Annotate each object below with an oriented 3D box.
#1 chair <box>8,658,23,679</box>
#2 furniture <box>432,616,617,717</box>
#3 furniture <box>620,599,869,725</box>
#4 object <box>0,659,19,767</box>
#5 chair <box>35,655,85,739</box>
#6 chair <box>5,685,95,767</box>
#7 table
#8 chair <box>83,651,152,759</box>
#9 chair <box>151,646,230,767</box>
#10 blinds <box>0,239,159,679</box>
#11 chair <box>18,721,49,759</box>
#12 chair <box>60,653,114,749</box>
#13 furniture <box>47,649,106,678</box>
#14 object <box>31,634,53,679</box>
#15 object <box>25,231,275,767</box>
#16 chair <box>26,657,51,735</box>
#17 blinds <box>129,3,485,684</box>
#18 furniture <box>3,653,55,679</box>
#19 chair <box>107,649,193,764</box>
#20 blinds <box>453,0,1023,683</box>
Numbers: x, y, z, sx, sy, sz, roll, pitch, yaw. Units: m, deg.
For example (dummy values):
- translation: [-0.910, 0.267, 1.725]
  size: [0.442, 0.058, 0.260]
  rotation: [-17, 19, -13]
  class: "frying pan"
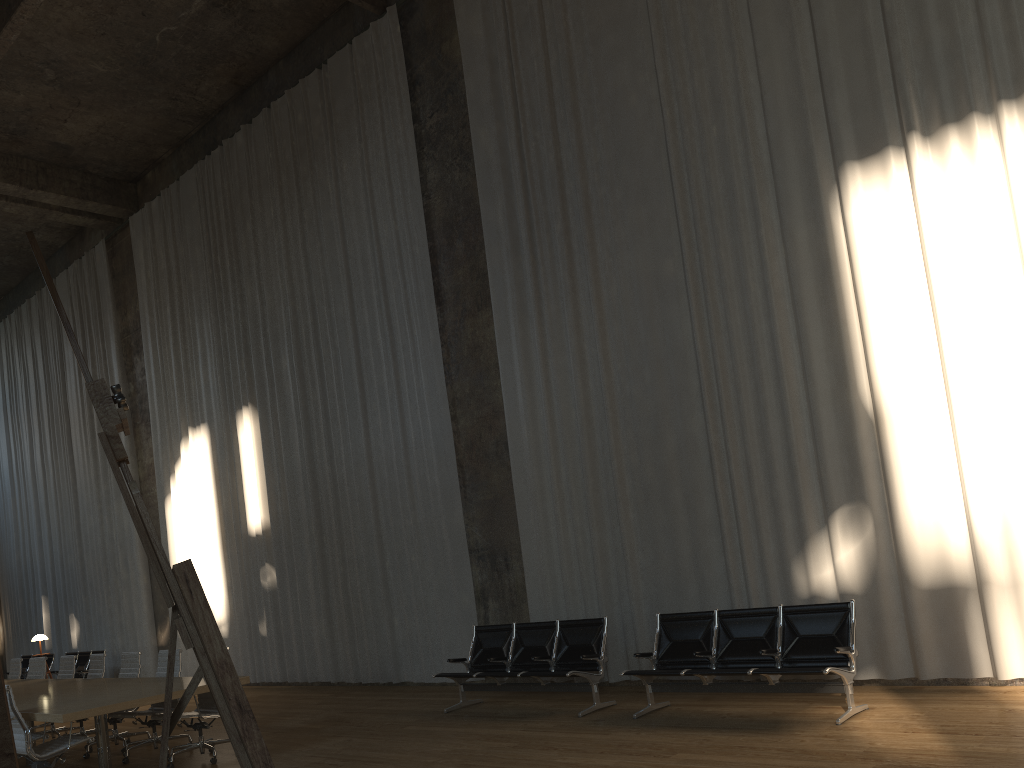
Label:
- translation: [-6.954, 4.272, 11.883]
  size: [0.697, 1.013, 0.676]
  rotation: [-2, -8, -40]
  class: "chair"
- translation: [0.070, 2.822, 8.756]
  size: [1.899, 0.832, 0.708]
  rotation: [-16, -11, 41]
  class: "furniture"
- translation: [1.818, 2.274, 7.162]
  size: [1.899, 0.832, 0.708]
  rotation: [-16, -11, 41]
  class: "furniture"
- translation: [-1.896, 1.221, 2.657]
  size: [0.699, 2.121, 0.694]
  rotation: [-6, -5, -16]
  class: "object"
- translation: [-5.636, 3.863, 10.697]
  size: [0.697, 1.013, 0.676]
  rotation: [-2, -8, -43]
  class: "chair"
- translation: [-3.890, 2.945, 7.261]
  size: [0.697, 1.013, 0.676]
  rotation: [-2, -8, -43]
  class: "chair"
- translation: [-5.655, 3.821, 9.823]
  size: [7.825, 0.749, 1.602]
  rotation: [-17, -14, 41]
  class: "table"
- translation: [-4.334, 3.454, 9.509]
  size: [0.697, 1.013, 0.676]
  rotation: [-2, -8, -43]
  class: "chair"
- translation: [-4.912, 2.870, 6.197]
  size: [31.955, 1.018, 12.963]
  rotation: [-17, -15, 41]
  class: "chair"
- translation: [-10.103, 2.251, 19.266]
  size: [7.940, 8.546, 0.274]
  rotation: [-14, -7, 40]
  class: "blinds"
- translation: [-4.546, 3.141, 7.811]
  size: [0.697, 1.013, 0.676]
  rotation: [-2, -8, -40]
  class: "chair"
- translation: [-4.994, 3.660, 10.107]
  size: [0.697, 1.013, 0.676]
  rotation: [-2, -8, -40]
  class: "chair"
- translation: [-8.184, 5.394, 16.209]
  size: [1.899, 0.832, 0.708]
  rotation: [-16, -11, 41]
  class: "furniture"
- translation: [-7.681, 4.705, 14.201]
  size: [0.569, 1.282, 0.669]
  rotation: [-6, -6, -15]
  class: "object"
- translation: [-0.442, 0.795, 1.474]
  size: [0.681, 2.121, 0.712]
  rotation: [-6, -5, -22]
  class: "object"
- translation: [-6.327, 4.076, 11.311]
  size: [0.675, 1.013, 0.698]
  rotation: [-13, -8, 41]
  class: "chair"
- translation: [-3.755, 0.262, 13.477]
  size: [7.944, 8.546, 0.274]
  rotation: [-14, -7, 42]
  class: "blinds"
- translation: [-9.933, 5.942, 17.803]
  size: [1.899, 0.832, 0.708]
  rotation: [-16, -11, 41]
  class: "furniture"
- translation: [-3.660, 3.244, 8.897]
  size: [0.697, 1.013, 0.675]
  rotation: [-1, -9, -45]
  class: "chair"
- translation: [2.573, -1.721, 7.706]
  size: [7.944, 8.546, 0.274]
  rotation: [-14, -7, 42]
  class: "blinds"
